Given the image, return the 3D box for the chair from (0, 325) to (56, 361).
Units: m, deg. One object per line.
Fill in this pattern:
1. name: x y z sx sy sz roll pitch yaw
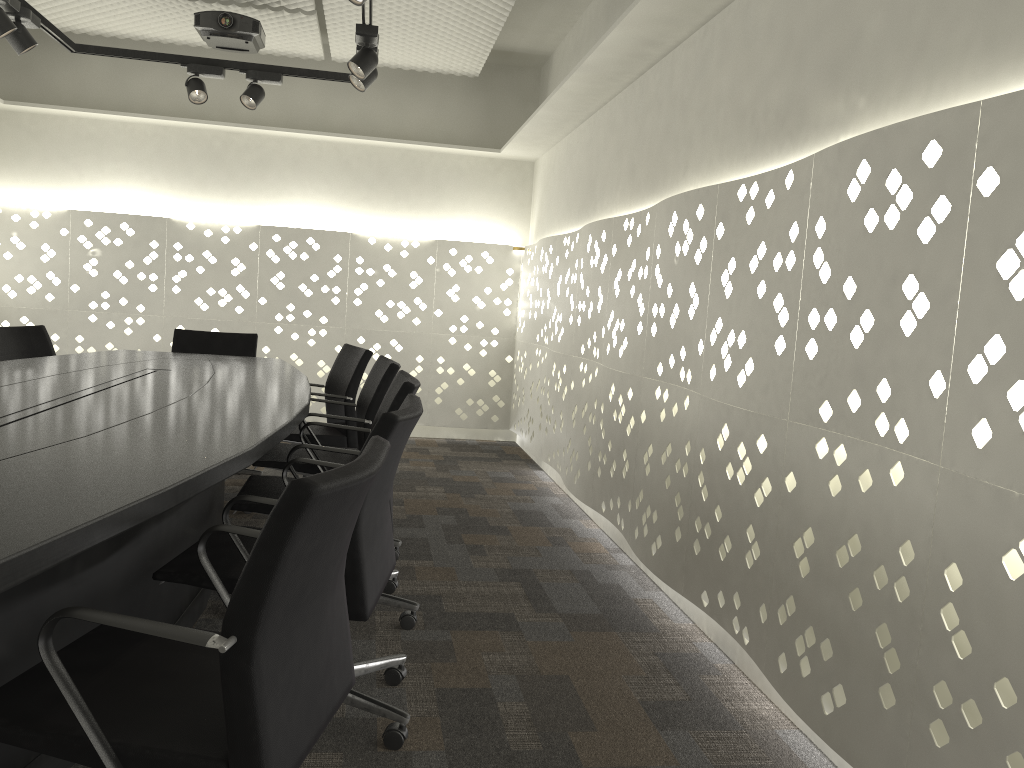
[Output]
1. chair: -1.977 0.138 3.856 0.579 0.757 0.559 5 5 10

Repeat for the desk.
1. desk: -1.246 0.348 2.646 1.223 0.658 3.364 3 5 -9

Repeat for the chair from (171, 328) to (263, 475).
1. chair: -1.499 0.124 4.397 0.559 0.757 0.579 4 5 -5

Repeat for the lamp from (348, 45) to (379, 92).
1. lamp: -0.645 -1.387 3.850 0.126 0.224 0.213 3 5 -6

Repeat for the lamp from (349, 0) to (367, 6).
1. lamp: -0.459 -1.271 2.689 0.126 0.224 0.213 3 5 -6

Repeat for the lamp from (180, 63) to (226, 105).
1. lamp: -1.538 -1.499 4.395 0.213 0.224 0.126 3 5 -6

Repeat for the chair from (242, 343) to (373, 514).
1. chair: -0.918 0.199 4.015 0.579 0.757 0.559 2 5 -20

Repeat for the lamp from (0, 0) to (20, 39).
1. lamp: -1.987 -1.446 3.451 0.126 0.224 0.213 3 5 -6

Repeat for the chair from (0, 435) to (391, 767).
1. chair: -0.479 0.466 1.361 0.579 0.757 0.559 5 5 10

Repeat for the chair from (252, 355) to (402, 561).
1. chair: -0.696 0.271 3.370 0.579 0.757 0.559 3 5 -10

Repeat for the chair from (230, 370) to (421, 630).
1. chair: -0.554 0.339 2.719 0.579 0.757 0.559 4 5 -5

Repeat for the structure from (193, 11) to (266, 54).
1. structure: -1.488 -1.862 4.697 0.327 0.144 0.371 3 5 -9

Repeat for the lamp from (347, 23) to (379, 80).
1. lamp: -0.610 -1.365 3.631 0.126 0.224 0.213 3 5 -6

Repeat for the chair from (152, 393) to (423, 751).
1. chair: -0.482 0.404 2.051 0.579 0.757 0.559 4 5 5

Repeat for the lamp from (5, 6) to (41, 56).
1. lamp: -2.022 -1.468 3.670 0.126 0.224 0.213 3 5 -6

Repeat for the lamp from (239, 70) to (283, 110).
1. lamp: -1.259 -1.484 4.450 0.214 0.224 0.118 2 5 -21
